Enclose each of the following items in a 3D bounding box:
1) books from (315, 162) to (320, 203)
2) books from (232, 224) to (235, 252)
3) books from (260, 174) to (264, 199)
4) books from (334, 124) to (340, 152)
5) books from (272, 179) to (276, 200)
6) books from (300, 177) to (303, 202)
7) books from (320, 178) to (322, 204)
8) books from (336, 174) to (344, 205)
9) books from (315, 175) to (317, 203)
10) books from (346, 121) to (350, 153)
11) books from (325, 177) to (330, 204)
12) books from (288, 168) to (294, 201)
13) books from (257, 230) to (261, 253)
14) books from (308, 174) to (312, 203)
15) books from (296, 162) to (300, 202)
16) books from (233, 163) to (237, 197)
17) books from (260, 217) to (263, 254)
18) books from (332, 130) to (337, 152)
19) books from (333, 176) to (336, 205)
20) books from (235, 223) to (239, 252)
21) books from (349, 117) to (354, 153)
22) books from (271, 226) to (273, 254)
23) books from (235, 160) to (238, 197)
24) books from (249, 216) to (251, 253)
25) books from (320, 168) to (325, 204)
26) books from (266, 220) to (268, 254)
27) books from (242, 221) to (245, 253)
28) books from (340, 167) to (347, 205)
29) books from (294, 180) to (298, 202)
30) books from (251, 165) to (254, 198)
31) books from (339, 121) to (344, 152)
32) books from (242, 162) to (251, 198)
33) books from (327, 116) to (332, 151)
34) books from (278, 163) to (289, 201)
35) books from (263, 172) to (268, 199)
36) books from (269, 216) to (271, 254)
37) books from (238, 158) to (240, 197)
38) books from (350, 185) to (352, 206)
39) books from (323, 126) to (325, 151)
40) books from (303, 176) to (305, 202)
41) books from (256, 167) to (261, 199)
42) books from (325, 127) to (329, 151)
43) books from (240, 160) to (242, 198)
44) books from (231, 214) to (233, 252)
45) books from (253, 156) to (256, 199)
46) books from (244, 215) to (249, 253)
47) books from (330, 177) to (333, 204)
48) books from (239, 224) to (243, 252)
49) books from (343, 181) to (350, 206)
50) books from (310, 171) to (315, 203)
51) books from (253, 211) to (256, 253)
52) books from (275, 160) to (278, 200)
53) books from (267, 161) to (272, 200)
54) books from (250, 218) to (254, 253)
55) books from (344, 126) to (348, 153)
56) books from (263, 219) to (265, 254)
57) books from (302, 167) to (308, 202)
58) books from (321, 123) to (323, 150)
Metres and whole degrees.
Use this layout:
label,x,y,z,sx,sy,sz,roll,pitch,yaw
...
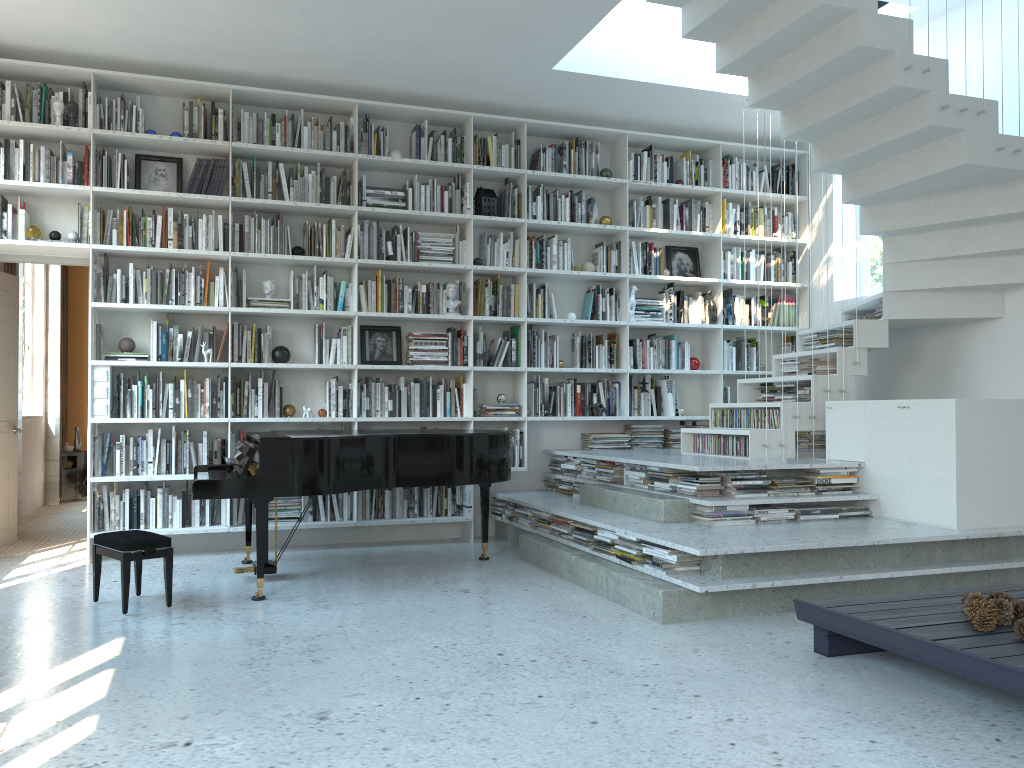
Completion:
label,x,y,z,sx,sy,sz,roll,pitch,yaw
books,-1.379,-1.388,6.274,0.011,0.313,0.183,0,-1,-19
books,-1.912,-0.974,6.081,0.015,0.207,0.186,0,-1,-19
books,-1.742,-1.335,6.159,0.024,0.201,0.153,0,-1,-19
books,-1.253,-1.716,6.336,0.026,0.237,0.149,0,-1,-19
books,-1.667,-1.324,6.188,0.034,0.180,0.160,0,-1,-19
books,-1.499,-1.338,6.266,0.024,0.212,0.128,0,-1,-19
books,-1.369,-1.338,6.299,0.024,0.213,0.150,0,-1,-19
books,-1.234,-1.362,6.328,0.055,0.264,0.167,0,-1,-19
books,-1.394,-1.347,6.279,0.013,0.231,0.141,0,-1,-19
books,-1.180,-1.730,6.356,0.014,0.267,0.171,0,-1,-19
books,-1.317,-1.340,6.298,0.030,0.217,0.182,0,-1,-19
books,-1.554,-1.365,6.227,0.027,0.265,0.168,0,-1,-19
books,-1.756,-0.962,6.146,0.029,0.186,0.149,0,-1,-19
books,-1.431,-1.345,6.250,0.021,0.226,0.191,0,-1,-19
books,-1.507,-1.387,6.236,0.012,0.308,0.145,0,-1,-19
books,-1.905,-1.365,6.083,0.023,0.256,0.174,0,-1,-19
books,-1.731,-1.000,6.129,0.009,0.263,0.189,0,-1,-19
books,-1.276,-1.690,6.316,0.031,0.184,0.177,0,-1,-19
books,-1.277,-1.349,6.332,0.024,0.237,0.153,0,-1,-19
books,-1.899,-0.981,6.112,0.029,0.225,0.136,0,-1,-19
books,-1.160,-1.741,6.359,0.026,0.288,0.176,0,-1,-19
books,-1.675,-0.973,6.157,0.011,0.209,0.181,0,-1,-19
books,-1.893,-1.378,6.103,0.013,0.283,0.158,0,-1,-19
books,-1.814,-1.007,6.116,0.012,0.276,0.157,0,-1,-19
books,-1.348,-1.376,6.309,0.022,0.290,0.146,0,-1,-19
books,-1.710,-0.996,6.163,0.011,0.255,0.152,0,-1,-19
books,-1.852,-0.989,6.113,0.012,0.240,0.134,0,-1,-19
books,-1.219,-1.381,6.333,0.058,0.302,0.175,0,-1,-19
books,-1.526,-1.323,6.229,0.028,0.180,0.168,0,-1,-19
books,-1.796,-1.365,6.134,0.011,0.260,0.157,0,-1,-19
books,-1.229,-1.727,6.353,0.029,0.261,0.151,0,-1,-19
books,-1.835,-1.373,6.128,0.067,0.274,0.168,0,-1,-19
books,-1.299,-1.741,6.316,0.013,0.285,0.159,0,-1,-19
books,-1.597,-1.377,6.195,0.075,0.285,0.178,0,-1,-19
books,-1.715,-1.344,6.161,0.029,0.219,0.157,0,-1,-19
books,-1.688,-1.007,6.161,0.011,0.279,0.169,0,-1,-19
books,-1.888,-1.390,6.127,0.014,0.309,0.130,0,-1,-19
books,-1.167,-1.326,6.384,0.019,0.194,0.098,0,-1,-19
books,-1.340,-1.702,6.284,0.013,0.207,0.178,0,-1,-19
books,-1.474,-1.337,6.246,0.010,0.208,0.173,0,-1,-19
books,-1.763,-1.356,6.138,0.031,0.242,0.181,0,-1,-19
books,-1.321,-1.699,6.288,0.026,0.200,0.187,0,-1,-19
books,-1.869,-1.380,6.109,0.010,0.287,0.148,0,-1,-19
books,-1.930,-1.012,6.093,0.012,0.285,0.159,0,-1,-19
books,-1.782,-1.393,6.130,0.012,0.315,0.171,0,-1,-19
books,-1.833,-1.009,6.113,0.026,0.279,0.151,0,-1,-19
books,-1.294,-1.342,6.310,0.022,0.222,0.161,0,-1,-19
books,-1.874,-0.979,6.120,0.024,0.219,0.140,0,-1,-19
books,-1.187,-1.335,6.370,0.028,0.211,0.134,0,-1,-19
books,-1.414,-1.362,6.276,0.028,0.261,0.135,0,-1,-19
books,-1.786,-1.027,6.141,0.011,0.317,0.154,0,-1,-19
books,-1.647,-1.391,6.205,0.013,0.315,0.135,0,-1,-19
books,-1.690,-1.381,6.171,0.023,0.293,0.156,0,-1,-19
books,-1.798,-1.000,6.123,0.024,0.262,0.177,0,-1,-19
books,-1.196,-1.710,6.342,0.026,0.225,0.172,0,-1,-19
books,-1.722,-0.994,6.134,0.012,0.251,0.184,0,-1,-19
books,-1.461,-1.375,6.265,0.026,0.286,0.137,0,-1,-19
books,-1.360,-1.713,6.291,0.021,0.228,0.161,0,-1,-19
